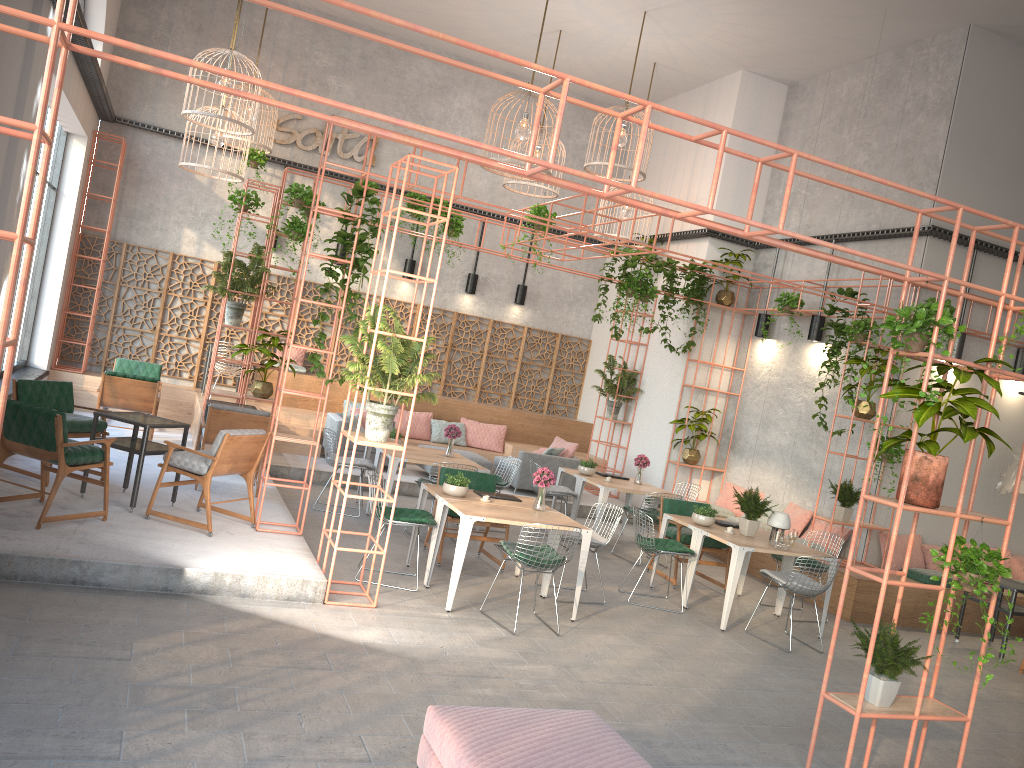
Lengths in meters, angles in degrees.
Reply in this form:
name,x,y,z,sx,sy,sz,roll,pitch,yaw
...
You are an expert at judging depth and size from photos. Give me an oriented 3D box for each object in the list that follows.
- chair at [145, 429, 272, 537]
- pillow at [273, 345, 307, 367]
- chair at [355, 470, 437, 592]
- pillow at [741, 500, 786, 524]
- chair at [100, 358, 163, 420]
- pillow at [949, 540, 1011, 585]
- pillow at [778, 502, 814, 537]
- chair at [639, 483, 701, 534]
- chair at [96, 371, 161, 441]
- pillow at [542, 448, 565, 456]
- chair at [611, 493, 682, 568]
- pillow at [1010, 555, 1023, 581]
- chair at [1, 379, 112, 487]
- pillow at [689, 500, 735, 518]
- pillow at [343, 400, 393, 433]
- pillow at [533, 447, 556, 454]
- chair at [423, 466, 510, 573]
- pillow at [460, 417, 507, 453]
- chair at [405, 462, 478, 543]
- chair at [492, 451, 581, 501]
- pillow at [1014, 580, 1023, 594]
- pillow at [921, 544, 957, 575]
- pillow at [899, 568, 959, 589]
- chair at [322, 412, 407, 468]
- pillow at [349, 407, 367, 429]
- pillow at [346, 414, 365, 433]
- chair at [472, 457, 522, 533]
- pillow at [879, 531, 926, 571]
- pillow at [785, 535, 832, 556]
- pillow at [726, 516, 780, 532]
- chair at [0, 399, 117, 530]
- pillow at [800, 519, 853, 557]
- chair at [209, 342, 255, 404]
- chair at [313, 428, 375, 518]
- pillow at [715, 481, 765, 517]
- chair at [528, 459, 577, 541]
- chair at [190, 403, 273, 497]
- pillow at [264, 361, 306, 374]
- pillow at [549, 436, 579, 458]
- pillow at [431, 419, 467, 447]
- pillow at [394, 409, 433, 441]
name,x,y,z,sx,sy,sz,roll,pitch,yaw
chair,-2.707,0.812,7.992,0.685,0.914,0.722,11,2,18
pillow,-3.728,-0.489,14.927,0.499,0.324,0.307,11,1,-6
chair,-1.041,1.314,8.047,0.717,0.941,0.565,11,1,-5
pillow,3.606,1.870,12.724,0.289,0.385,0.666,10,2,-26
chair,-5.525,0.139,12.931,0.722,0.929,0.685,10,2,-22
pillow,6.079,2.328,11.507,0.839,0.474,0.276,11,1,-1
pillow,3.822,1.878,12.121,0.276,0.474,0.839,11,1,-1
chair,2.190,1.823,12.400,0.717,0.941,0.565,10,2,-20
chair,-4.825,0.319,11.106,0.722,0.929,0.685,10,2,-22
pillow,0.578,1.138,13.864,0.308,0.349,0.495,12,2,28
chair,1.703,1.762,11.127,0.565,0.941,0.717,10,2,-25
pillow,6.651,2.478,11.765,0.666,0.385,0.289,10,2,-26
chair,-4.450,0.459,8.685,0.685,0.917,0.722,11,2,18
pillow,2.957,1.874,13.246,0.491,0.149,0.637,10,2,-21
pillow,-2.242,0.549,13.854,0.839,0.474,0.276,10,2,-21
pillow,0.464,1.124,14.304,0.441,0.317,0.479,10,2,-40
chair,-0.448,1.400,9.283,0.722,0.917,0.685,10,2,-22
pillow,-0.527,0.890,15.420,0.839,0.474,0.276,11,1,-1
chair,-0.800,1.307,10.123,0.565,0.941,0.717,10,2,-25
chair,0.370,1.365,14.051,1.052,0.672,1.127,10,2,-22
pillow,6.690,2.637,11.364,0.637,0.149,0.491,10,2,-21
pillow,5.478,2.265,11.294,0.666,0.385,0.289,10,2,-26
pillow,5.105,2.350,10.728,0.637,0.149,0.491,10,2,-21
chair,-2.217,0.841,13.445,1.127,0.586,1.056,10,2,-22
pillow,-2.206,0.591,13.710,0.666,0.385,0.289,10,2,-21
pillow,-2.325,0.629,13.345,0.307,0.324,0.499,11,1,14
chair,-0.313,1.368,11.396,0.717,0.941,0.565,10,2,-20
pillow,4.891,2.111,11.077,0.839,0.474,0.276,10,2,-31
pillow,3.693,2.064,11.325,0.491,0.149,0.637,10,2,-21
pillow,3.331,1.970,12.271,0.491,0.149,0.637,10,2,-21
chair,-3.764,0.629,7.242,0.722,0.914,0.685,11,2,18
pillow,4.063,1.988,11.532,0.289,0.385,0.666,10,2,-26
chair,-3.979,-0.123,12.541,0.565,0.941,0.717,11,1,-13
chair,-2.009,1.061,10.706,0.717,0.941,0.565,11,1,-5
pillow,3.405,1.768,13.328,0.276,0.474,0.839,10,2,-31
chair,0.494,1.515,11.711,0.717,0.941,0.565,11,1,-5
chair,-3.082,0.688,9.770,0.722,0.929,0.685,10,2,-22
pillow,-3.746,-0.275,14.641,0.637,0.149,0.491,10,2,-21
pillow,0.763,1.116,14.290,0.273,0.476,0.836,10,2,-21
pillow,-1.085,0.836,15.178,0.666,0.385,0.289,10,2,-26
pillow,-1.699,0.677,14.950,0.839,0.474,0.276,10,2,-31
